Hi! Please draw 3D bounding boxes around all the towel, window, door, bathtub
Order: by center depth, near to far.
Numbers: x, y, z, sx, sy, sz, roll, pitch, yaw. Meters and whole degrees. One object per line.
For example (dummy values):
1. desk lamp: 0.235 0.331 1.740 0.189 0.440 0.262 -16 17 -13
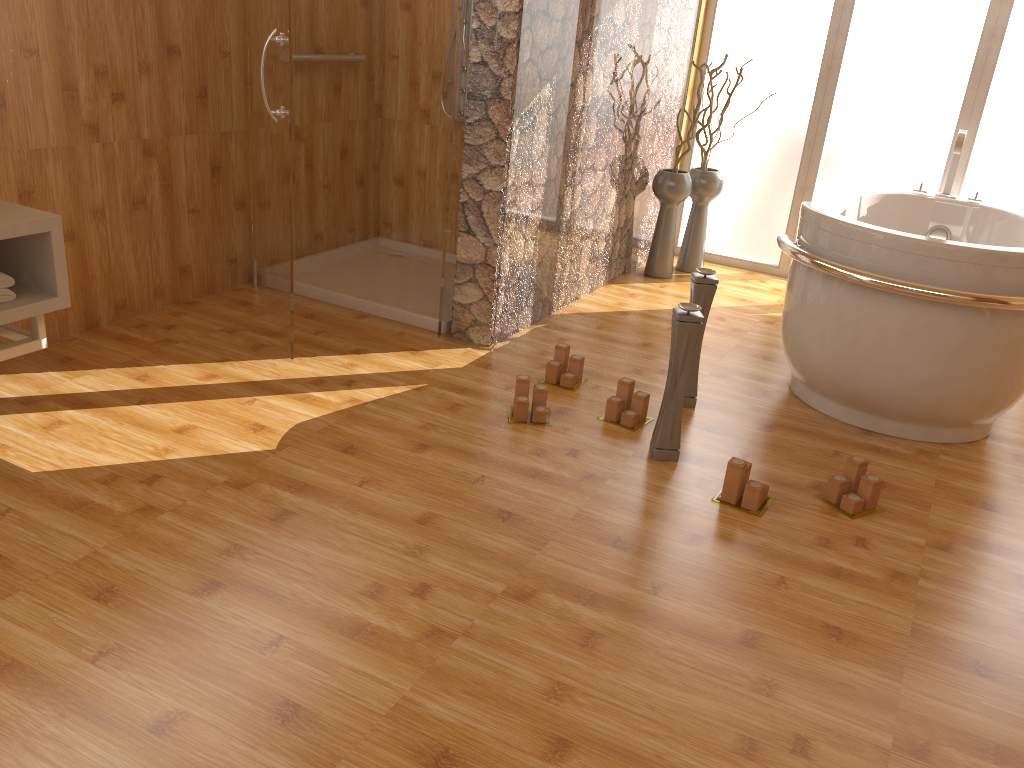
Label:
1. towel: -1.502 -0.307 2.451 0.225 0.048 0.140 19 26 28
2. towel: -1.502 -0.268 2.455 0.225 0.048 0.140 19 26 28
3. door: -0.883 -1.260 3.069 0.077 2.147 0.983 -4 25 -22
4. bathtub: 1.643 -0.465 3.441 0.977 0.900 1.946 17 25 26
5. window: 2.523 -1.261 4.126 0.587 1.900 0.010 16 25 23
6. window: 1.918 -1.435 4.399 0.587 1.900 0.010 16 25 23
7. window: 1.315 -1.607 4.671 0.581 1.900 0.010 16 25 23

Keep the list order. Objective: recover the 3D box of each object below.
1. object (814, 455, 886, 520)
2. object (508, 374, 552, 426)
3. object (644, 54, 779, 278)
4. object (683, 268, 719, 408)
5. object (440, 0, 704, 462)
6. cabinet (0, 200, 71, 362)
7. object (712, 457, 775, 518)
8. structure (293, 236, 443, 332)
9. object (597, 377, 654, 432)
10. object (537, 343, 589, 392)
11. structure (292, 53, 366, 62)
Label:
1. object: 0.968 0.280 2.504 0.141 0.131 0.141 -8 26 -29
2. object: 0.062 0.044 2.858 0.141 0.131 0.141 5 23 -3
3. object: 1.010 -1.122 4.594 0.655 1.112 0.284 -14 30 -39
4. object: 0.617 -0.154 3.010 0.080 0.478 0.080 4 23 -3
5. object: 0.061 -1.084 3.227 0.347 1.921 2.276 -3 24 -20
6. cabinet: -1.748 -0.094 2.191 0.517 0.570 1.136 16 25 23
7. object: 0.657 0.265 2.468 0.141 0.131 0.141 18 26 27
8. structure: -0.487 -0.494 4.124 1.000 0.050 0.955 16 25 23
9. object: 0.380 0.056 2.903 0.141 0.131 0.141 20 27 31
10. object: 0.190 -0.070 3.162 0.141 0.131 0.141 16 25 23
11. structure: -0.411 -1.334 3.762 1.001 0.043 0.587 16 25 23
